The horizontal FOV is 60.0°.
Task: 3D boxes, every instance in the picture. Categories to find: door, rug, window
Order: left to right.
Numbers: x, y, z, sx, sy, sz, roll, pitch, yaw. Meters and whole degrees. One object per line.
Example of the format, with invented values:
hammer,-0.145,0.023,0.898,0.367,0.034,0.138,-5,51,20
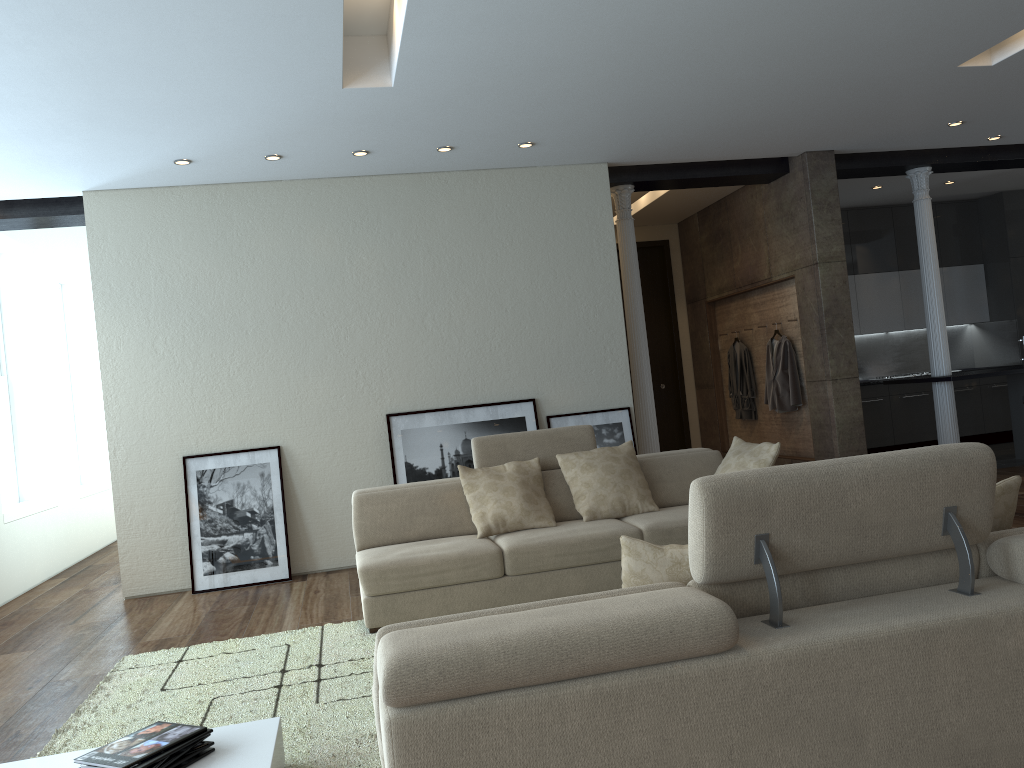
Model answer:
window,-4.567,-0.041,7.560,0.123,2.400,1.373,-6,-1,-11
window,-4.960,0.026,9.563,0.123,2.400,1.289,-6,-1,-11
rug,0.289,1.198,3.663,4.231,0.020,2.972,-6,-1,-11
door,1.472,-0.247,10.449,1.037,2.814,0.246,-6,-1,-11

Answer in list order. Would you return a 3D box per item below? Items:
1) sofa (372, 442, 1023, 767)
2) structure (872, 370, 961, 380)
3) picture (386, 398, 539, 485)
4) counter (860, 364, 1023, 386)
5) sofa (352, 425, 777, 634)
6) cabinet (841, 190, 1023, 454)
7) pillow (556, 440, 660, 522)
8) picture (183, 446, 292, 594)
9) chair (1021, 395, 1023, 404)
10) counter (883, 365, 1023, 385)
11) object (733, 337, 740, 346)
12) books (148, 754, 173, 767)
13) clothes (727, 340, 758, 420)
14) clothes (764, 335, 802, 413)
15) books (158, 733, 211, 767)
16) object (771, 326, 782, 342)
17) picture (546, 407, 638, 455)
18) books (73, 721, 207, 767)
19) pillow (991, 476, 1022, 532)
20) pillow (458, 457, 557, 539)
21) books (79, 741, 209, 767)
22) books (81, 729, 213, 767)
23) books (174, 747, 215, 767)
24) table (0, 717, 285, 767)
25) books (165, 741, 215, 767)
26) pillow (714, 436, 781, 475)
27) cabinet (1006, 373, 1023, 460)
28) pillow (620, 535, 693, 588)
sofa,0.913,0.650,2.464,2.581,0.950,1.021,-6,-1,-11
structure,4.842,-0.099,10.664,0.900,0.066,0.520,-6,-1,-11
picture,-0.316,0.738,6.857,1.183,1.140,0.225,-6,-1,-11
counter,4.257,0.072,10.586,3.597,0.223,0.807,-6,-1,-11
sofa,0.347,0.746,5.354,2.581,0.950,1.021,-6,-1,-11
cabinet,6.044,-0.817,10.956,7.409,2.980,0.827,-6,-1,-11
pillow,0.578,0.592,5.419,0.534,0.439,0.301,-6,-1,-15
picture,-2.024,0.989,6.529,0.700,0.988,0.195,-6,-1,-11
chair,4.705,0.528,4.587,16.134,0.952,21.556,-6,-1,-11
counter,5.582,-0.214,8.665,3.700,0.040,1.000,-6,-1,-11
object,2.380,-0.450,9.393,0.010,0.219,0.430,-6,-1,-11
books,-1.105,1.099,2.656,0.220,0.010,0.300,-6,-1,4
clothes,2.405,-0.037,9.391,0.141,0.855,0.569,-6,-1,-11
clothes,2.566,-0.091,8.508,0.173,0.735,0.700,-6,-1,-13
books,-1.081,1.105,2.646,0.220,0.010,0.300,-6,-1,14
object,2.541,-0.478,8.506,0.010,0.219,0.430,-6,-1,-11
picture,0.685,0.710,7.067,0.700,0.988,0.195,-6,-1,-11
books,-1.107,1.079,2.656,0.220,0.010,0.300,-6,-1,29
pillow,1.150,0.495,2.502,0.534,0.439,0.301,-6,-1,-8
pillow,-0.028,0.665,5.285,0.519,0.416,0.368,-6,-1,-16
books,-1.103,1.118,2.656,0.220,0.010,0.300,-7,-1,39
books,-1.083,1.086,2.646,0.220,0.010,0.300,-6,-1,24
books,-1.077,1.144,2.645,0.220,0.010,0.300,-6,-1,24
table,-1.125,1.237,2.465,0.900,0.170,0.900,-6,-1,-11
books,-1.079,1.125,2.645,0.220,0.010,0.300,-6,-1,24
pillow,1.368,0.529,5.333,0.395,0.393,0.518,-6,-1,-15
cabinet,5.465,0.269,8.626,0.642,0.897,0.900,-6,-1,-11
pillow,0.539,0.569,2.392,0.519,0.416,0.368,-6,-1,-7
